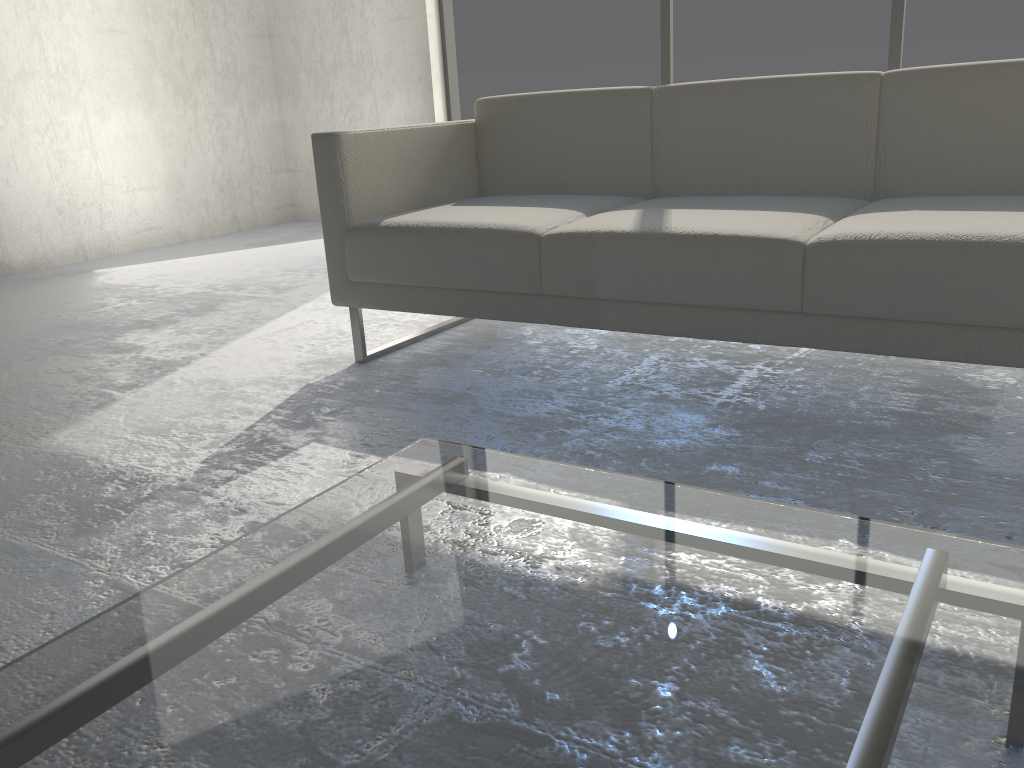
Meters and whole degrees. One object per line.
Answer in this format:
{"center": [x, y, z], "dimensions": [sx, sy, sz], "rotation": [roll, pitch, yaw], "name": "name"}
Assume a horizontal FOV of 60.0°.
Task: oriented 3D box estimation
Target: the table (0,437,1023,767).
{"center": [0.008, 0.313, 0.799], "dimensions": [0.773, 0.190, 0.730], "rotation": [8, 21, 32], "name": "table"}

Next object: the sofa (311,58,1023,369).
{"center": [0.512, -0.380, 2.105], "dimensions": [1.881, 0.658, 0.821], "rotation": [8, 21, 32], "name": "sofa"}

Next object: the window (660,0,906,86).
{"center": [2.416, -1.758, 3.055], "dimensions": [4.080, 2.477, 0.037], "rotation": [8, 21, 32], "name": "window"}
